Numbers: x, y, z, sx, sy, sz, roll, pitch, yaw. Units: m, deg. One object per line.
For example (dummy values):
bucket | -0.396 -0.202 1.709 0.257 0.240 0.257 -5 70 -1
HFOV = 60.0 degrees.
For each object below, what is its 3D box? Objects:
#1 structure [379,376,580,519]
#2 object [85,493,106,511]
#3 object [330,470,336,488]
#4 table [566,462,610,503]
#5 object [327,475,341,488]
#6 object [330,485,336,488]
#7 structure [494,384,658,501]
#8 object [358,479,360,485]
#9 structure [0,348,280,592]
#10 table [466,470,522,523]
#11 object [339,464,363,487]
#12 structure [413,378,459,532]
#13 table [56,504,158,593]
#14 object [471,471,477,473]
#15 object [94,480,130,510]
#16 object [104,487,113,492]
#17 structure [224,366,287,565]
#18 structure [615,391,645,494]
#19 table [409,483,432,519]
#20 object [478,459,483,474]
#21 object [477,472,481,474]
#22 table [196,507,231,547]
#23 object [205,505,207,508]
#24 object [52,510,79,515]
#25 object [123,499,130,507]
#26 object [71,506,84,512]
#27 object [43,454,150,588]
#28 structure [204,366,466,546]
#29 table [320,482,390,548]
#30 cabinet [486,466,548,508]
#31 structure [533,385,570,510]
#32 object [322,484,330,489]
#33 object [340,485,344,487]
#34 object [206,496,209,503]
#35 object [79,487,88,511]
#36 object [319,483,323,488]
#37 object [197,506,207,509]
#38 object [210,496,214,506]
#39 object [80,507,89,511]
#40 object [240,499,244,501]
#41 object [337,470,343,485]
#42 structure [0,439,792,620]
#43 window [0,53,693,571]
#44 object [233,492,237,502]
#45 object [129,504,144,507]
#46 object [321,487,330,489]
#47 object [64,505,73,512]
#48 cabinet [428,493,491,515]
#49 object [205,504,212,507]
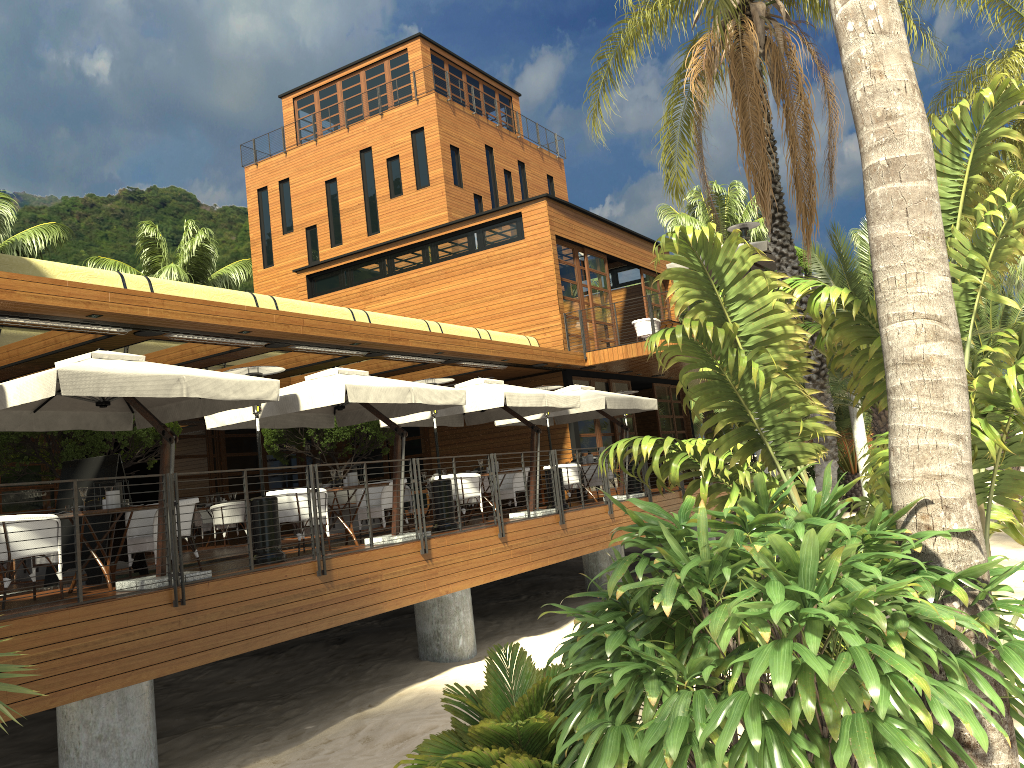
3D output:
structure | -0.415 1.034 14.352 2.410 2.338 2.412 -11 -8 31
object | -4.074 1.153 8.632 0.167 0.179 0.163 -10 -8 29
object | -2.251 1.198 11.189 0.082 0.227 0.082 -11 -8 31
table | 1.358 1.937 17.151 0.930 0.751 0.931 -11 -8 31
object | -2.313 1.268 11.515 0.163 0.179 0.168 -11 -8 33
object | -2.272 1.304 11.248 0.080 0.042 0.080 -6 -7 -8
structure | 1.345 1.148 17.229 2.410 2.338 2.412 -11 -8 31
object | -2.034 1.289 11.573 0.086 0.086 0.086 -11 -8 35
structure | -3.936 0.805 8.598 2.410 2.338 2.412 -11 -8 31
table | -0.412 1.822 14.259 0.930 0.751 0.931 -11 -8 31
object | -2.064 1.180 11.365 0.263 0.264 0.263 -5 -7 -14
structure | -1.065 0.993 12.713 0.698 2.197 0.698 -9 -8 18
table | -3.943 1.593 8.489 0.930 0.751 0.931 -11 -8 31
object | -0.602 1.422 14.170 0.116 0.065 0.116 -10 -7 29
object | -3.826 1.066 8.486 0.263 0.264 0.263 -5 -7 -14
object | -4.025 1.146 8.862 0.082 0.227 0.082 -11 -8 31
structure | -2.801 0.880 9.877 0.698 2.197 0.698 -9 -8 18
structure | 2.421 1.220 18.411 0.698 2.197 0.698 -9 -8 18
table | -1.526 2.416 18.475 1.164 0.751 1.165 -11 -8 36
object | -0.495 1.312 14.060 0.082 0.227 0.082 -11 -8 31
object | -0.515 1.418 14.119 0.080 0.042 0.080 -6 -7 -8
table | -5.590 2.730 17.070 1.165 0.751 1.164 -8 -7 11
object | -5.865 2.340 17.092 0.086 0.086 0.086 -8 -7 9
object | -4.159 1.200 8.259 0.294 0.025 0.170 -10 -7 31
object | -3.796 1.175 8.693 0.086 0.086 0.086 -11 -8 35
object | -4.120 1.193 8.420 0.116 0.065 0.116 -11 -8 35
object | -4.733 1.530 10.051 0.768 1.400 0.770 -8 -7 15
structure | -2.176 0.919 11.475 2.410 2.338 2.412 -11 -8 31
table | -2.177 1.708 11.374 0.930 0.751 0.931 -11 -8 31
cabinet | 0.154 2.383 20.288 1.608 0.840 0.557 -10 -8 31
structure | 0.676 1.106 15.559 0.698 2.197 0.698 -9 -8 18
object | -2.358 1.307 11.299 0.116 0.065 0.116 -10 -7 29
object | -2.219 1.343 11.657 0.080 0.042 0.080 -6 -7 -8
object | -5.915 2.288 17.237 0.082 0.227 0.082 0 -9 -40
object | -4.013 1.083 8.310 0.082 0.227 0.082 -11 -8 31
object | -2.461 1.313 11.343 0.086 0.086 0.086 -11 -8 35
object | -5.899 2.347 16.836 0.170 0.025 0.294 -2 -8 -37
object | -5.699 2.222 16.861 0.082 0.227 0.082 -13 -10 42
object | -4.033 1.189 8.369 0.080 0.042 0.080 -9 -7 22
object | -5.229 2.276 17.176 0.086 0.086 0.086 -8 -7 9
object | -2.263 1.260 11.742 0.082 0.227 0.082 -9 -8 20
structure | 1.116 1.635 14.527 0.163 1.156 26.248 -11 -8 31
window | -3.405 -5.481 24.107 14.483 18.005 38.344 -8 -7 8
object | -5.340 2.205 17.090 0.082 0.227 0.082 0 -9 -40
object | -3.855 1.234 8.885 0.294 0.025 0.170 -10 -7 31
object | -2.397 1.315 11.138 0.294 0.025 0.170 -10 -7 31
object | -4.223 1.199 8.463 0.086 0.086 0.086 -11 -8 35
cabinet | -1.218 2.633 21.112 1.608 0.840 0.557 -10 -8 31
object | -5.812 2.334 16.990 0.116 0.065 0.115 -1 -8 -38
